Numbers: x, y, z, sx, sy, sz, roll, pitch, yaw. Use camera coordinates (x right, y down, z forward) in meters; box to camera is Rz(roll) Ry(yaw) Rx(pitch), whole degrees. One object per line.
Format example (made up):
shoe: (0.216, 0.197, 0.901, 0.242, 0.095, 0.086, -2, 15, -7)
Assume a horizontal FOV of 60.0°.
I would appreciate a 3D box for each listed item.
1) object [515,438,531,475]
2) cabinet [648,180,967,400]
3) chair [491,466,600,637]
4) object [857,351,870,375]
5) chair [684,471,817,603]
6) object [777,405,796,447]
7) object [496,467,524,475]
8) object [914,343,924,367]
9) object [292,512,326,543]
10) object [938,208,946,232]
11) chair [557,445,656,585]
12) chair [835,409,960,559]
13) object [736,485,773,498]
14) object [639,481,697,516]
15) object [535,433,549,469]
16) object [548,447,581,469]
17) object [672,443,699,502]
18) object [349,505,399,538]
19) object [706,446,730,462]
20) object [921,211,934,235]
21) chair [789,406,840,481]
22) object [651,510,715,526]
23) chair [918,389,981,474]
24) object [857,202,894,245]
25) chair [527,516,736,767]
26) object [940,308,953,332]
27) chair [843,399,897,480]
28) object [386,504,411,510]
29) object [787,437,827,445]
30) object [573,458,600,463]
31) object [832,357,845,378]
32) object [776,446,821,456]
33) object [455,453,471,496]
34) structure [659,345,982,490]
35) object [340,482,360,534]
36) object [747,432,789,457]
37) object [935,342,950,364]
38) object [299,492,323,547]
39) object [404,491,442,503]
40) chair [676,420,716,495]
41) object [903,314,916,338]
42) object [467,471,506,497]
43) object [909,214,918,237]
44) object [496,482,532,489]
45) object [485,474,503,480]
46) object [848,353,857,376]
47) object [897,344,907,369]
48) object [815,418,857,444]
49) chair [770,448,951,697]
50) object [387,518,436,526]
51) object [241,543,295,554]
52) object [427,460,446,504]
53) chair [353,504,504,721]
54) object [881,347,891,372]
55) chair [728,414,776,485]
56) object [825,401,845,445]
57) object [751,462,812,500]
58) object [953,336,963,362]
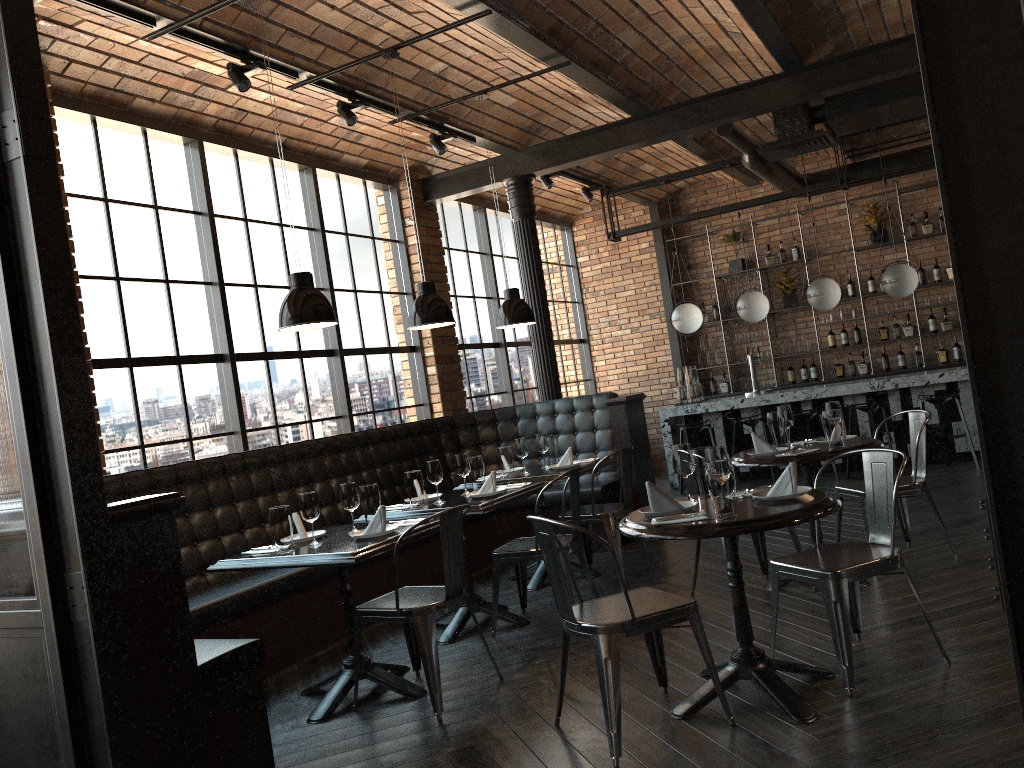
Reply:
object: (0.072, 0.495, 6.099, 0.092, 0.244, 0.092, -9, -1, -12)
cabinet: (3.582, -0.948, 11.002, 7.075, 3.779, 0.564, -9, -1, 28)
chair: (0.166, 0.927, 5.023, 0.558, 0.857, 0.504, -9, -1, 23)
object: (4.254, -0.255, 10.731, 0.123, 0.279, 0.123, -9, -1, 41)
chair: (1.265, 0.760, 4.973, 0.558, 0.857, 0.504, -8, -1, -17)
object: (1.631, 0.251, 5.270, 0.092, 0.244, 0.092, -9, -1, 27)
object: (-0.032, 0.573, 6.345, 0.232, 0.139, 0.232, -9, -1, 22)
object: (4.792, -0.342, 10.462, 0.083, 0.282, 0.083, -9, -1, 13)
object: (-1.043, 0.707, 4.391, 0.232, 0.139, 0.232, -9, -1, 22)
object: (4.977, -1.896, 10.259, 0.083, 0.282, 0.083, -9, -1, 13)
chair: (0.594, 0.871, 5.974, 0.558, 0.857, 0.504, -9, -1, 33)
chair: (2.230, 0.616, 5.281, 0.558, 0.857, 0.504, -9, -1, -7)
object: (0.991, 0.447, 3.690, 0.255, 0.019, 0.157, -9, -1, -12)
object: (0.616, 0.447, 3.541, 0.232, 0.139, 0.232, -9, -1, 24)
object: (0.221, 0.475, 6.315, 0.092, 0.244, 0.092, -9, -1, -12)
object: (0.355, 0.512, 6.134, 0.232, 0.139, 0.232, -9, -1, 25)
object: (0.722, 0.374, 3.698, 0.092, 0.244, 0.092, -9, -1, -9)
object: (-0.656, 0.647, 4.181, 0.232, 0.139, 0.232, -9, -1, 25)
object: (0.789, 0.360, 3.350, 0.092, 0.244, 0.092, -9, -1, 24)
object: (4.840, -1.872, 10.333, 0.123, 0.279, 0.123, -9, -1, 31)
chair: (2.983, 0.597, 8.883, 0.475, 0.737, 0.414, -9, -1, 23)
object: (0.648, 0.496, 3.321, 0.255, 0.019, 0.157, -9, -1, 8)
chair: (4.053, 0.429, 8.318, 0.475, 0.737, 0.414, -9, -1, 23)
object: (4.359, -1.922, 10.618, 0.425, 0.526, 0.430, -9, -1, 30)
chair: (0.410, 0.874, 3.353, 0.558, 0.857, 0.504, -8, -1, -22)
object: (5.036, -0.745, 10.292, 0.123, 0.279, 0.123, -9, -1, 16)
chair: (3.491, 0.517, 8.615, 0.475, 0.737, 0.414, -9, -1, 38)
object: (-0.636, 0.708, 5.160, 0.255, 0.019, 0.157, -9, -1, 28)
object: (1.787, 0.343, 5.348, 0.255, 0.019, 0.157, -9, -1, -12)
object: (0.491, 0.549, 6.357, 0.255, 0.019, 0.157, -9, -1, 28)
object: (4.006, -0.200, 10.878, 0.151, 0.248, 0.094, -9, -1, 17)
object: (1.589, 0.368, 4.884, 0.255, 0.019, 0.157, -8, -1, -32)
object: (-0.290, 0.543, 5.329, 0.092, 0.244, 0.092, -9, -1, -12)
structure: (4.421, 0.034, 9.350, 5.346, 1.430, 1.930, -9, -1, 28)
object: (-0.790, 0.610, 4.362, 0.092, 0.244, 0.092, -8, -1, -23)
object: (1.447, 0.336, 5.043, 0.232, 0.139, 0.232, -8, -1, -18)
object: (5.023, -0.360, 10.340, 0.151, 0.248, 0.094, -9, -1, 37)
object: (-0.939, 0.630, 4.145, 0.092, 0.244, 0.092, -8, -1, -23)
object: (-0.542, 0.641, 5.359, 0.232, 0.139, 0.232, -9, -1, 22)
chair: (1.989, 0.753, 9.408, 0.475, 0.737, 0.414, -9, -1, 18)
object: (4.690, -0.691, 10.475, 0.123, 0.279, 0.123, -9, -1, 41)
object: (-0.156, 0.580, 5.148, 0.232, 0.139, 0.232, -9, -1, 25)
object: (4.702, -1.853, 10.404, 0.083, 0.282, 0.083, -9, -1, 28)
object: (-0.020, 0.617, 5.370, 0.255, 0.019, 0.157, -9, -1, 28)
object: (-0.125, 0.640, 6.146, 0.255, 0.019, 0.157, -9, -1, 28)
object: (4.138, -0.239, 10.807, 0.083, 0.282, 0.083, -9, -1, 28)
object: (4.634, -0.325, 10.553, 0.086, 0.298, 0.086, -8, -1, -14)
object: (1.875, 0.272, 5.152, 0.232, 0.139, 0.232, -9, -1, -3)
chair: (1.370, 0.731, 3.660, 0.558, 0.857, 0.504, -8, -1, -22)
object: (-0.520, 0.684, 4.403, 0.255, 0.019, 0.157, -9, -1, 28)
object: (-1.136, 0.775, 4.193, 0.255, 0.019, 0.157, -9, -1, 28)
object: (-0.438, 0.563, 5.113, 0.092, 0.244, 0.092, -8, -1, -23)
chair: (-0.429, 1.008, 4.074, 0.558, 0.857, 0.504, -9, -1, 33)
object: (4.461, -0.298, 10.608, 0.086, 0.297, 0.086, -8, -1, -29)
chair: (2.489, 0.675, 9.144, 0.475, 0.737, 0.414, -9, -1, 33)
object: (1.811, 0.221, 4.966, 0.092, 0.244, 0.092, -9, -1, 27)
object: (1.055, 0.380, 3.495, 0.232, 0.139, 0.232, -8, -1, -18)
object: (5.160, -0.406, 10.282, 0.086, 0.298, 0.086, -8, -1, -14)
